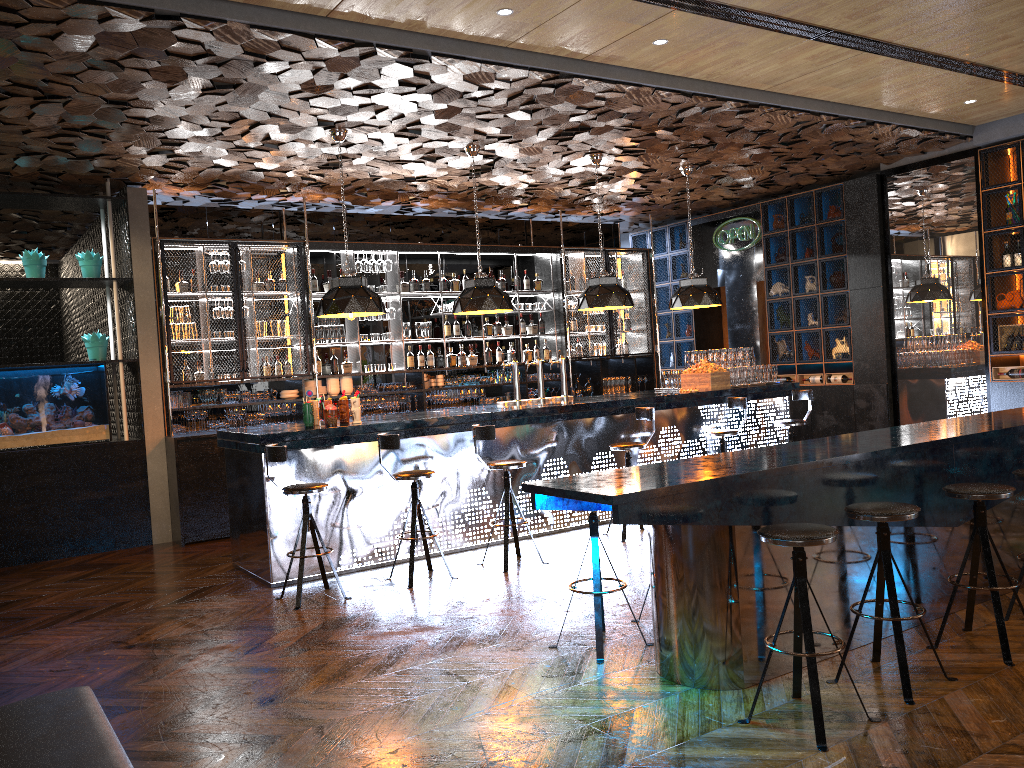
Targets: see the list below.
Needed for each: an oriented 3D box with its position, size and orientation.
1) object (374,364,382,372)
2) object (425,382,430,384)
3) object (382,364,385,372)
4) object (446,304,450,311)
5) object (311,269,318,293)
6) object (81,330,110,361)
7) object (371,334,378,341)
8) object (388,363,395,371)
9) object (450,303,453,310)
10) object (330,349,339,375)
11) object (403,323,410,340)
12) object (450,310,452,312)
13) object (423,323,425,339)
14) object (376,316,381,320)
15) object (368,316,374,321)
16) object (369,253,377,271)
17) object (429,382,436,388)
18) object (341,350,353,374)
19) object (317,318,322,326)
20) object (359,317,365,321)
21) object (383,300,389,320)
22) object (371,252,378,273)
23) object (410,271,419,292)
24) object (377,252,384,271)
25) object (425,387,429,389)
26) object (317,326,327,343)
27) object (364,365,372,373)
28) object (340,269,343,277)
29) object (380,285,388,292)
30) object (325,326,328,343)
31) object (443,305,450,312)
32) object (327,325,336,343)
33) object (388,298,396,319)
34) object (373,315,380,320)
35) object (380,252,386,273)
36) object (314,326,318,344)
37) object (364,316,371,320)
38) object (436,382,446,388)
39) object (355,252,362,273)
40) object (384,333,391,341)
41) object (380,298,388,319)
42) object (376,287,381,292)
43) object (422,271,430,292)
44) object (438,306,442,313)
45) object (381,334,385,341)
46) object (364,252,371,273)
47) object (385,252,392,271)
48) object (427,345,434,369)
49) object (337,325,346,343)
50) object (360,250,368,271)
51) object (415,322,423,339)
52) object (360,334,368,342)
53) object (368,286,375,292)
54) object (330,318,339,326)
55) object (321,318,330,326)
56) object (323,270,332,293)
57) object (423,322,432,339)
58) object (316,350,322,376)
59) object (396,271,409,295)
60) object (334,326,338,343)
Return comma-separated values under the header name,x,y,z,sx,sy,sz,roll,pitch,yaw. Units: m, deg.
name,x,y,z,sx,sy,sz,roll,pitch,yaw
object,-1.584,-0.186,10.506,0.089,0.092,0.089,-3,1,20
object,-1.068,-0.005,10.776,0.149,0.025,0.149,-3,1,19
object,-1.564,-0.190,10.637,0.089,0.092,0.089,-4,1,-22
object,-0.796,-0.965,11.227,0.089,0.092,0.089,-4,1,-7
object,-2.280,-1.176,10.203,0.086,0.298,0.086,-3,1,16
object,-4.150,-0.380,8.842,0.265,0.325,0.245,-5,2,-39
object,-1.632,-0.550,10.525,0.089,0.092,0.089,-3,2,35
object,-1.441,-0.198,10.641,0.089,0.092,0.089,-4,1,-22
object,-0.737,-0.965,11.077,0.089,0.092,0.089,-3,1,9
object,-2.058,-0.254,10.261,0.086,0.297,0.086,-4,1,1
object,-1.280,-0.636,10.728,0.105,0.209,0.105,-3,1,12
object,-0.736,-0.945,11.077,0.089,0.092,0.089,-3,1,29
object,-1.080,-0.654,10.990,0.105,0.209,0.105,-3,1,12
object,-1.616,-0.891,10.677,0.092,0.244,0.092,-3,1,18
object,-1.699,-0.884,10.623,0.092,0.244,0.092,-3,1,18
object,-1.646,-1.459,10.473,0.092,0.244,0.092,-3,1,18
object,-0.974,0.016,10.929,0.094,0.067,0.106,-3,1,19
object,-1.932,-0.254,10.356,0.123,0.279,0.123,-4,1,-19
object,-2.220,-0.775,10.318,0.105,0.209,0.105,-3,1,12
object,-1.791,-0.877,10.564,0.092,0.244,0.092,-3,1,18
object,-1.529,-0.897,10.733,0.092,0.244,0.092,-3,1,18
object,-1.653,-1.462,10.665,0.092,0.244,0.092,-3,1,18
object,-1.201,-1.244,10.865,0.083,0.282,0.083,-3,2,42
object,-1.563,-1.465,10.526,0.092,0.244,0.092,-3,1,18
object,-1.065,0.049,10.777,0.149,0.022,0.149,-3,1,26
object,-2.189,-0.566,10.201,0.105,0.209,0.105,-3,1,12
object,-1.691,-0.178,10.453,0.089,0.092,0.089,-3,1,29
object,-1.986,-1.198,10.361,0.086,0.299,0.086,-3,1,16
object,-1.521,-1.128,10.567,0.089,0.092,0.089,-3,1,25
object,-2.156,-0.571,10.354,0.105,0.209,0.105,-3,1,12
object,-0.823,-0.938,11.028,0.089,0.092,0.089,-4,1,-7
object,-2.090,-0.573,10.266,0.105,0.209,0.105,-3,1,12
object,-1.440,-0.900,10.595,0.092,0.244,0.092,-3,1,18
object,-1.610,-0.887,10.485,0.092,0.244,0.092,-3,1,18
object,-1.566,-1.469,10.721,0.092,0.244,0.092,-3,1,18
object,-2.262,-0.563,10.293,0.105,0.209,0.105,-3,1,12
object,-1.702,-0.880,10.425,0.092,0.244,0.092,-3,1,18
object,-0.877,0.011,10.881,0.106,0.067,0.094,-5,2,-45
object,-1.828,-1.449,10.551,0.092,0.244,0.092,-3,1,18
object,-1.479,-0.560,10.551,0.089,0.092,0.089,-3,2,41
object,-1.527,-0.893,10.539,0.092,0.244,0.092,-3,1,18
object,-1.595,-1.127,10.739,0.089,0.092,0.089,-3,1,25
object,-1.062,-1.255,10.956,0.083,0.282,0.083,-4,1,-18
object,-0.893,-0.937,11.178,0.089,0.092,0.089,-3,1,29
object,-1.538,-0.560,10.728,0.089,0.092,0.089,-3,2,41
object,-1.736,-1.456,10.611,0.092,0.244,0.092,-3,1,18
object,-1.477,-1.472,10.583,0.092,0.244,0.092,-3,1,18
object,-1.013,-0.337,10.978,0.086,0.298,0.086,-3,1,16
object,-1.987,-0.581,10.318,0.105,0.209,0.105,-3,1,12
object,-1.738,-1.451,10.413,0.092,0.244,0.092,-3,1,18
object,-1.135,-0.648,10.855,0.105,0.209,0.105,-3,1,12
object,-1.752,-0.542,10.499,0.089,0.092,0.089,-3,2,35
object,-1.669,-1.118,10.532,0.089,0.092,0.089,-3,1,25
object,-2.062,-0.785,10.298,0.105,0.209,0.105,-3,1,12
object,-2.154,-0.778,10.227,0.105,0.209,0.105,-3,1,12
object,-2.105,-1.177,10.262,0.123,0.279,0.123,-5,2,-44
object,-1.031,-0.655,10.893,0.105,0.209,0.105,-3,1,12
object,-2.235,-0.240,10.183,0.086,0.299,0.086,-3,1,16
object,-1.334,-1.231,10.781,0.123,0.279,0.123,-5,2,-44
object,-2.058,-0.578,10.404,0.105,0.209,0.105,-3,1,12
